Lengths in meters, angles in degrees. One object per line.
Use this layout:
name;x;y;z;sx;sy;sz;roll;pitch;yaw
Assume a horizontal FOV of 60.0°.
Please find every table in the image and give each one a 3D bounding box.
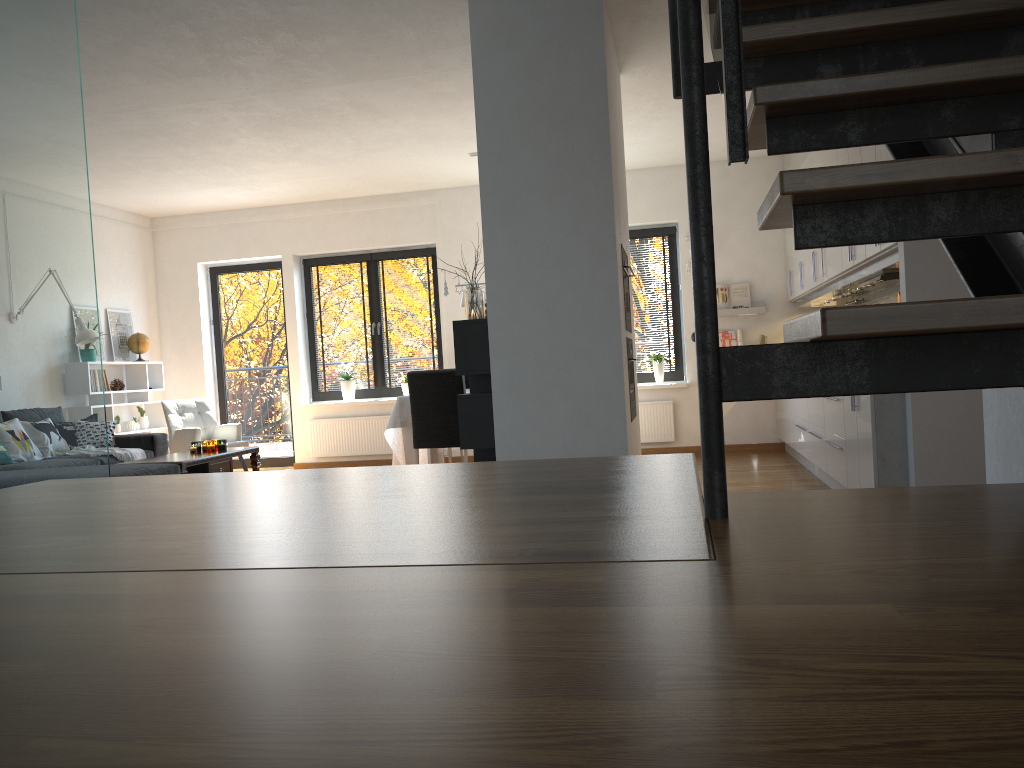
table;-0.056;0.424;7.663;1.857;0.763;1.234;-3;1;11
table;-2.461;0.747;6.828;0.570;0.409;1.179;-3;1;11

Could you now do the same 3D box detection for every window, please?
window;0.929;-0.756;8.911;1.561;1.588;0.119;-3;2;11
window;1.481;1.236;20.847;12.975;18.378;21.816;-2;2;41

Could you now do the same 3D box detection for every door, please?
door;-2.782;-0.197;9.622;0.976;2.276;0.119;-3;2;11

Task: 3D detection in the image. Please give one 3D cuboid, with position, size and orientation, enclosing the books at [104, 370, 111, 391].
books;-3.859;-0.029;8.339;0.132;0.204;0.070;-3;2;11

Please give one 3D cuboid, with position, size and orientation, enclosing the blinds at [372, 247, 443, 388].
blinds;-1.071;-0.682;9.247;0.710;1.423;0.049;-3;2;11

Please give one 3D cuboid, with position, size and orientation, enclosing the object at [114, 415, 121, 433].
object;-3.759;0.381;8.404;0.087;0.173;0.088;-3;2;26

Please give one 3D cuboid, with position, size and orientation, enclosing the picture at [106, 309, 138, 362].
picture;-3.906;-0.476;8.889;0.059;0.532;0.390;-3;1;11

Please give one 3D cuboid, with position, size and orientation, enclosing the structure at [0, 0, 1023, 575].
structure;0.135;-1.030;2.299;2.685;4.133;4.580;-3;1;10

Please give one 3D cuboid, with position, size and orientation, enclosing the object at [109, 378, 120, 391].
object;-3.835;0.009;8.550;0.102;0.127;0.094;-4;2;-34

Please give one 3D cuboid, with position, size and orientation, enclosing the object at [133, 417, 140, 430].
object;-3.744;0.392;8.819;0.072;0.137;0.072;-4;1;-9

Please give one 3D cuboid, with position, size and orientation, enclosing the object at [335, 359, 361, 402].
object;-1.705;-0.035;9.212;0.286;0.444;0.340;-3;1;-1

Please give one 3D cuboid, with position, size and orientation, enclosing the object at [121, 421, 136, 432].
object;-3.752;0.414;8.680;0.134;0.098;0.132;-4;1;-19

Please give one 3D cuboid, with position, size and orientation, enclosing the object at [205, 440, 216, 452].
object;-2.400;0.494;7.067;0.079;0.081;0.079;-3;1;6

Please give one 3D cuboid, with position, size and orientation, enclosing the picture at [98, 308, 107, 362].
picture;-3.999;-0.464;8.389;0.059;0.532;0.390;-3;1;11

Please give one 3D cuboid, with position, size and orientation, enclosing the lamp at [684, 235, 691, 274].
lamp;1.705;-1.232;8.394;0.131;0.395;0.311;-3;1;15

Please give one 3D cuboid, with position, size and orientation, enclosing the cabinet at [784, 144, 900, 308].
cabinet;2.398;-1.205;6.252;0.458;1.070;4.233;-3;1;11

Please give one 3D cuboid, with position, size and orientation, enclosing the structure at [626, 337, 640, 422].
structure;0.705;-0.032;5.087;0.052;0.462;0.585;-3;1;11

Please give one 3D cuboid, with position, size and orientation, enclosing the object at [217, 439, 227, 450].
object;-2.334;0.489;7.137;0.079;0.081;0.079;-3;1;6

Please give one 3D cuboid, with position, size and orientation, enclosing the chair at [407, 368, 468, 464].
chair;-0.517;0.359;7.207;0.461;0.960;0.544;-3;1;16

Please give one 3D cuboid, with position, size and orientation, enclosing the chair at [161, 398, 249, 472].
chair;-2.927;0.551;8.421;0.685;0.832;0.545;-3;2;36

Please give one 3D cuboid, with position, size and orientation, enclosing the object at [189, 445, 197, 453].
object;-2.520;0.512;7.015;0.060;0.061;0.060;-3;1;16

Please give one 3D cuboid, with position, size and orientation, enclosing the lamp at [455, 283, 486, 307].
lamp;-0.145;-1.328;7.604;0.760;1.285;0.131;-3;2;11

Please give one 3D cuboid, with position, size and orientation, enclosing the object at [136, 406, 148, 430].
object;-3.718;0.340;8.929;0.098;0.236;0.097;-4;2;-2

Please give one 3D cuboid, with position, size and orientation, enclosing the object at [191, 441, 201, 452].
object;-2.524;0.501;7.092;0.079;0.081;0.079;-3;1;6

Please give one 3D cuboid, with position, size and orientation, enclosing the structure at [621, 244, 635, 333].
structure;0.675;-0.534;5.073;0.052;0.462;0.585;-3;1;11

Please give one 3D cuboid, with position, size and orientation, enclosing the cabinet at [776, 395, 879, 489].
cabinet;2.124;0.214;6.357;0.040;0.690;4.221;-3;1;11

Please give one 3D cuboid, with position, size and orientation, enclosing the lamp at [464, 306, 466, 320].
lamp;-0.219;-0.415;5.055;0.098;0.131;0.106;-3;1;23

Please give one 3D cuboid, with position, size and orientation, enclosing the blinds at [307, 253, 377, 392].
blinds;-1.780;-0.641;9.380;0.710;1.423;0.049;-3;2;11

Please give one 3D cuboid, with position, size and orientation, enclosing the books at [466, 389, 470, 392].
books;-0.340;0.051;7.628;0.278;0.022;0.204;-3;1;37

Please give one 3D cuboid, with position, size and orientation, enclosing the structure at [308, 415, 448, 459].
structure;-1.393;0.560;9.138;1.457;0.460;0.078;-3;2;9

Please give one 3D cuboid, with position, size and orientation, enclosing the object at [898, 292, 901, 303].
object;2.599;-0.405;5.937;0.029;0.420;0.219;-3;1;11

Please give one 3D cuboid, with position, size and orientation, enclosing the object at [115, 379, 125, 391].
object;-3.818;0.008;8.629;0.096;0.125;0.101;-3;1;26

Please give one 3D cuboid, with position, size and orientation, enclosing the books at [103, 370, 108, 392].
books;-3.868;-0.029;8.308;0.128;0.211;0.061;-3;2;12

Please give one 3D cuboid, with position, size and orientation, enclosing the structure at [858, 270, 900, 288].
structure;2.281;-0.674;5.211;0.362;0.148;0.623;-3;1;11

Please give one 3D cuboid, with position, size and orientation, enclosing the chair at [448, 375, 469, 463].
chair;-0.336;0.335;8.175;0.461;0.960;0.544;-3;1;11

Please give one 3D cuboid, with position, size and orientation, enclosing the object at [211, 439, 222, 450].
object;-2.403;0.492;7.216;0.079;0.081;0.079;-3;1;6

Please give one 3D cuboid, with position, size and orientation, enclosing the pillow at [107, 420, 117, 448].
pillow;-3.482;0.444;7.446;0.358;0.312;0.169;-4;2;-39

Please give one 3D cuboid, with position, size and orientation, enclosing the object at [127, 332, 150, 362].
object;-3.772;-0.371;8.973;0.216;0.305;0.216;-3;2;28

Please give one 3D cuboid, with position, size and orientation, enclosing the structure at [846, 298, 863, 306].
structure;2.828;-0.657;7.338;0.067;0.081;0.442;-3;1;11

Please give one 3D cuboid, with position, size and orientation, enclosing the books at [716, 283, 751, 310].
books;2.078;-0.802;8.427;0.364;0.299;0.109;-3;2;11

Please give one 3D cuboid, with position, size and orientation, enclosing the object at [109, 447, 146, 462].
object;-3.307;0.598;7.090;0.606;0.212;0.488;-3;1;7

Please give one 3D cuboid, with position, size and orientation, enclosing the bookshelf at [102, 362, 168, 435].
bookshelf;-3.794;0.390;8.614;0.237;1.201;1.189;-3;1;11

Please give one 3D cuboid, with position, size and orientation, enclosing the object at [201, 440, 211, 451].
object;-2.459;0.497;7.134;0.079;0.081;0.079;-3;1;6

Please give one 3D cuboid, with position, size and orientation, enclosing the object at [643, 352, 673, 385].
object;1.423;-0.152;8.667;0.292;0.316;0.354;-3;1;2

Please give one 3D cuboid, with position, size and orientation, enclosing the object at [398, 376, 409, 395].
object;-1.050;0.030;9.147;0.267;0.237;0.283;-4;1;-8

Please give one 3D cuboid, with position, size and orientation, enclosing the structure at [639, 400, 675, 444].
structure;0.859;0.429;8.715;1.457;0.460;0.078;-3;2;12

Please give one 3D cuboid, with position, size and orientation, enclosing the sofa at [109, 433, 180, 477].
sofa;-3.173;0.586;6.433;2.163;0.848;2.507;-3;1;11

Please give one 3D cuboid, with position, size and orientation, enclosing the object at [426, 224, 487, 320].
object;-0.270;-0.606;4.925;0.426;0.522;0.298;-3;1;7

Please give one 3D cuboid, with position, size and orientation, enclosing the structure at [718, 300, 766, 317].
structure;2.092;-0.712;8.408;0.594;0.129;0.147;-3;1;11

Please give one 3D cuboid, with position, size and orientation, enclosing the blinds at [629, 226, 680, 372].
blinds;1.298;-0.820;8.801;0.710;1.423;0.049;-3;2;11

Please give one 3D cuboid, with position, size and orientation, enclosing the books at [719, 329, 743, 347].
books;2.056;-0.347;8.442;0.283;0.331;0.138;-3;2;8

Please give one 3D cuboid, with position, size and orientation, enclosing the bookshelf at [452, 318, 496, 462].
bookshelf;-0.060;0.238;5.348;0.237;1.201;1.189;-3;1;11

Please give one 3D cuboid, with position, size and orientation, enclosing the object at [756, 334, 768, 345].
object;2.347;-0.341;8.342;0.119;0.267;0.059;-3;2;2

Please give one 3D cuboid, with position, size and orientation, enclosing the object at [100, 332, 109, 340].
object;-3.921;-0.384;8.204;0.387;0.372;0.424;-4;1;-3
